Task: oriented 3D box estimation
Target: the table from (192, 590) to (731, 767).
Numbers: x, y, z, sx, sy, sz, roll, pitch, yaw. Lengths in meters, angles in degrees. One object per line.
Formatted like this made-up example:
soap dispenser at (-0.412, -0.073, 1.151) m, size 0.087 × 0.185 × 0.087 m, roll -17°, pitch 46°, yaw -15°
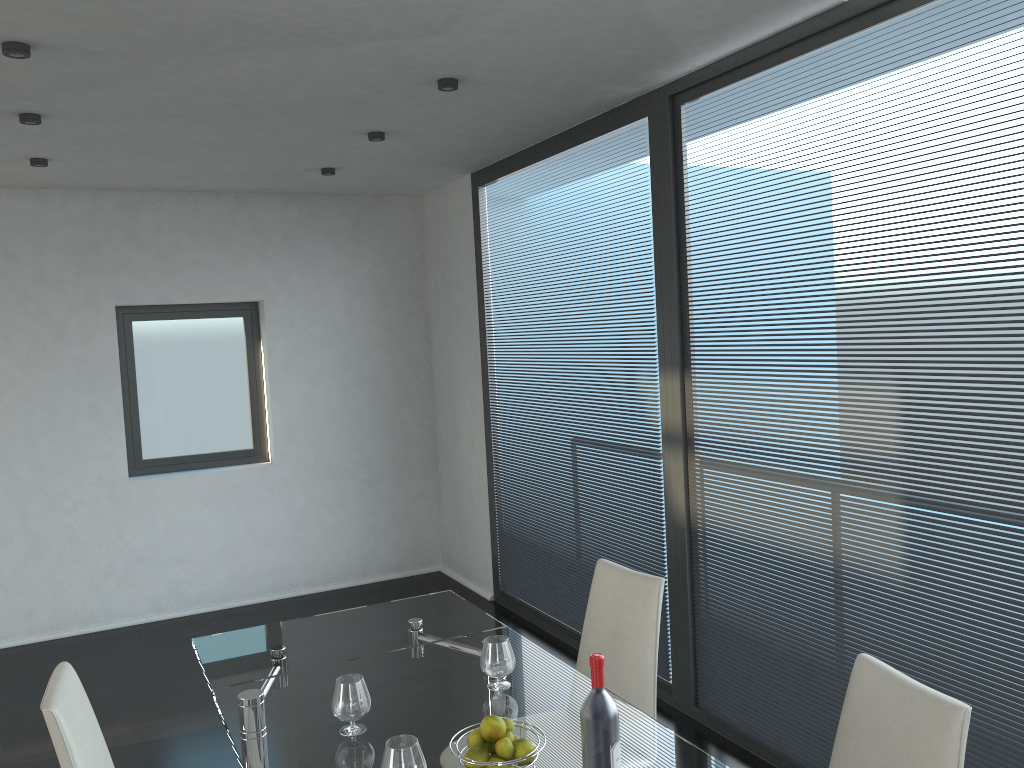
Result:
table at (-0.038, 1.227, 1.987) m, size 0.940 × 0.731 × 2.720 m, roll -5°, pitch 4°, yaw -26°

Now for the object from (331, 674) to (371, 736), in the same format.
object at (-0.401, 0.799, 2.212) m, size 0.098 × 0.132 × 0.098 m, roll -3°, pitch 3°, yaw -6°

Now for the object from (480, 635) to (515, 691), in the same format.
object at (-0.039, 0.767, 2.440) m, size 0.098 × 0.132 × 0.098 m, roll -3°, pitch 3°, yaw -6°

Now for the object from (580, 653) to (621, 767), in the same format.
object at (0.176, 0.698, 1.762) m, size 0.082 × 0.326 × 0.082 m, roll -3°, pitch 3°, yaw -5°

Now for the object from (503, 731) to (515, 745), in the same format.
object at (-0.015, 0.764, 1.901) m, size 0.040 × 0.038 × 0.040 m, roll -1°, pitch 4°, yaw 35°

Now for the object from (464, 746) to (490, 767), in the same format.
object at (-0.073, 0.783, 1.847) m, size 0.055 × 0.048 × 0.054 m, roll -5°, pitch 4°, yaw -33°

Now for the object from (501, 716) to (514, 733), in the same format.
object at (-0.018, 0.749, 1.939) m, size 0.047 × 0.045 × 0.047 m, roll -5°, pitch 4°, yaw -25°

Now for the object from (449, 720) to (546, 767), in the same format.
object at (-0.027, 0.809, 1.883) m, size 0.206 × 0.105 × 0.206 m, roll -2°, pitch 4°, yaw 19°

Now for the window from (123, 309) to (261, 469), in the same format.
window at (-2.116, 0.020, 5.901) m, size 0.800 × 1.000 × 0.050 m, roll -5°, pitch 4°, yaw -26°

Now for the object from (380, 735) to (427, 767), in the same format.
object at (-0.226, 0.812, 1.854) m, size 0.098 × 0.132 × 0.098 m, roll -3°, pitch 3°, yaw -6°

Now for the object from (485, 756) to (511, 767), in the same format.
object at (-0.028, 0.796, 1.830) m, size 0.054 × 0.055 × 0.053 m, roll -1°, pitch 4°, yaw 29°

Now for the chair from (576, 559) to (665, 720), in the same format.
chair at (0.150, 1.067, 2.616) m, size 0.612 × 0.959 × 0.471 m, roll -5°, pitch 4°, yaw -31°

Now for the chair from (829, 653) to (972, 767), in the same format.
chair at (0.568, 1.096, 1.757) m, size 0.612 × 0.959 × 0.471 m, roll -4°, pitch 4°, yaw -16°

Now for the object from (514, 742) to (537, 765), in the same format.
object at (0.028, 0.771, 1.851) m, size 0.047 × 0.048 × 0.047 m, roll -1°, pitch 4°, yaw 26°

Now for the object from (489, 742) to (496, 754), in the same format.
object at (-0.043, 0.785, 1.938) m, size 0.047 × 0.045 × 0.047 m, roll -4°, pitch 4°, yaw -22°

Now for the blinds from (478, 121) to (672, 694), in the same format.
blinds at (0.255, 0.094, 4.698) m, size 0.018 × 2.537 × 1.787 m, roll -5°, pitch 4°, yaw -26°

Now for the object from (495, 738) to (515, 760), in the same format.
object at (-0.016, 0.761, 1.849) m, size 0.040 × 0.043 × 0.044 m, roll -4°, pitch 3°, yaw -11°

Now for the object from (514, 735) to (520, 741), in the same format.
object at (0.001, 0.786, 1.933) m, size 0.040 × 0.040 × 0.039 m, roll -5°, pitch 4°, yaw -34°

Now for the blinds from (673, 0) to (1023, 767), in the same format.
blinds at (1.146, 0.156, 2.878) m, size 0.018 × 2.537 × 1.874 m, roll -5°, pitch 4°, yaw -26°

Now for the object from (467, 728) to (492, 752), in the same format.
object at (-0.070, 0.766, 1.901) m, size 0.050 × 0.054 × 0.055 m, roll -1°, pitch 4°, yaw 33°

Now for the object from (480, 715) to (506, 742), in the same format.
object at (-0.040, 0.730, 1.880) m, size 0.055 × 0.056 × 0.055 m, roll -5°, pitch 4°, yaw -26°

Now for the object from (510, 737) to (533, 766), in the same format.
object at (0.020, 0.786, 1.895) m, size 0.058 × 0.058 × 0.058 m, roll -1°, pitch 4°, yaw 31°

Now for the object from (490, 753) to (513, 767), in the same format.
object at (-0.028, 0.824, 1.913) m, size 0.061 × 0.056 × 0.059 m, roll -2°, pitch 4°, yaw 19°

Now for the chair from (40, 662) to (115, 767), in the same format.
chair at (-0.753, 1.142, 2.154) m, size 0.612 × 0.959 × 0.471 m, roll -4°, pitch 4°, yaw -21°
